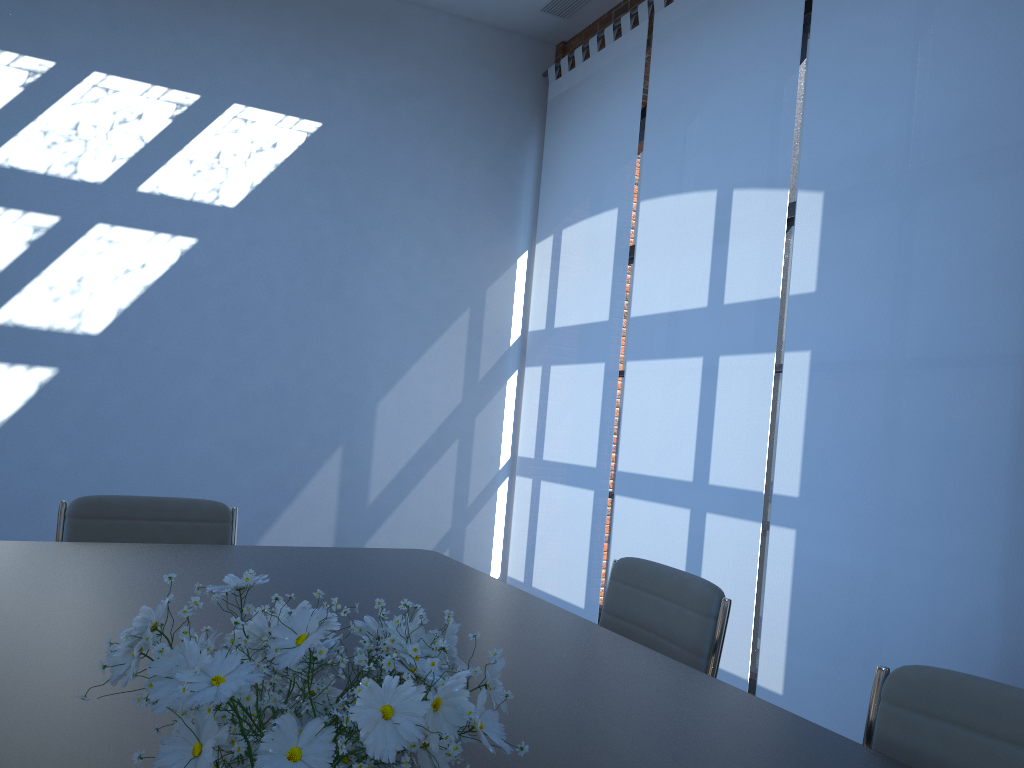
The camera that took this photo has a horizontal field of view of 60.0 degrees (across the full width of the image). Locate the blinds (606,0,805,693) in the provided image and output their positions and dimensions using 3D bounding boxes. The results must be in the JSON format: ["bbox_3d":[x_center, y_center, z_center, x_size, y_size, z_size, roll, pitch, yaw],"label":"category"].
[{"bbox_3d":[0.924,-0.356,4.474,0.040,3.755,1.218,5,-1,-25],"label":"blinds"}]

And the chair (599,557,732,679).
[{"bbox_3d":[0.087,0.912,2.212,0.707,0.922,0.560,5,-1,-22],"label":"chair"}]

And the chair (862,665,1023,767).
[{"bbox_3d":[0.490,0.892,1.139,0.707,0.922,0.559,6,-2,-32],"label":"chair"}]

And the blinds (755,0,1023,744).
[{"bbox_3d":[1.471,-0.367,3.333,0.040,3.755,1.218,5,-1,-25],"label":"blinds"}]

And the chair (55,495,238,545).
[{"bbox_3d":[-1.105,0.834,2.681,0.561,0.922,0.706,5,-2,-26],"label":"chair"}]

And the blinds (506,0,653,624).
[{"bbox_3d":[0.372,-0.345,5.625,0.040,3.755,1.218,5,-1,-25],"label":"blinds"}]

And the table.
[{"bbox_3d":[-0.154,0.870,0.667,1.812,0.809,4.502,6,-3,-25],"label":"table"}]

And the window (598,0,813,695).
[{"bbox_3d":[2.673,-0.220,2.074,0.160,3.605,9.617,5,-2,-25],"label":"window"}]

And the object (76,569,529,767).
[{"bbox_3d":[-0.174,0.310,0.734,0.329,0.309,0.336,5,-2,-15],"label":"object"}]
